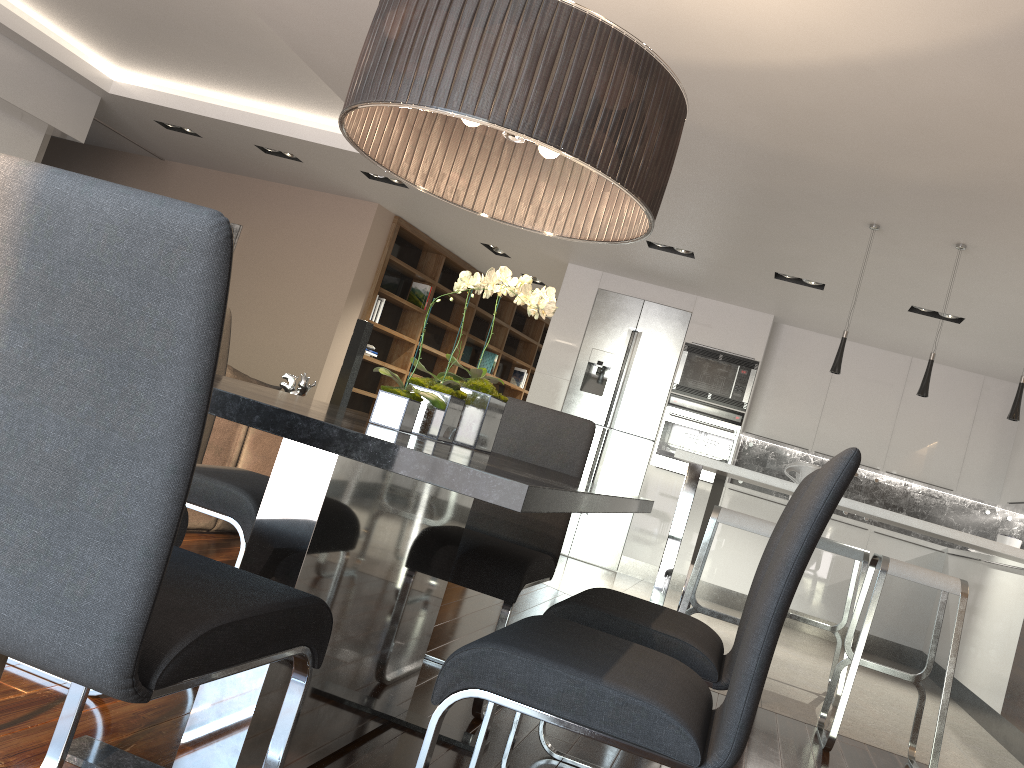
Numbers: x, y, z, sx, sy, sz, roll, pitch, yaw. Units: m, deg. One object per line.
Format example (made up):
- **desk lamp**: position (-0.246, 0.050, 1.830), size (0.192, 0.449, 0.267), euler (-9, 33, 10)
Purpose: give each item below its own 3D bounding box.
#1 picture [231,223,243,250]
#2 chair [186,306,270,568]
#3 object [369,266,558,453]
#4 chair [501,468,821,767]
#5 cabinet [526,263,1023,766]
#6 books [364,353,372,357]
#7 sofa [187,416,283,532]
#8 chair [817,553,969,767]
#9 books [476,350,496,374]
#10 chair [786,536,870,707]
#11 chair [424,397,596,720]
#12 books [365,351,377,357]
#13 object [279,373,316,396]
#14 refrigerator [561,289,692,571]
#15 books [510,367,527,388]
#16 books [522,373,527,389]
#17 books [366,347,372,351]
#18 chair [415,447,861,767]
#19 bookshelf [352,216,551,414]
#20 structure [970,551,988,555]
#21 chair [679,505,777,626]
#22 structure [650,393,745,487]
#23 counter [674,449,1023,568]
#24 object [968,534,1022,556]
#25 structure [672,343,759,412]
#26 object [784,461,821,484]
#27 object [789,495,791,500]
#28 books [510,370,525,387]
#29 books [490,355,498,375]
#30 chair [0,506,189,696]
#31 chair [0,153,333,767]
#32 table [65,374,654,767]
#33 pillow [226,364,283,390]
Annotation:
- **picture**: position (-3.055, -1.033, 8.397), size (0.726, 1.170, 0.030), euler (15, -6, 21)
- **chair**: position (-0.852, 0.255, 2.558), size (0.559, 0.968, 0.435), euler (16, -6, 14)
- **object**: position (-0.080, -0.091, 2.212), size (0.305, 0.503, 0.582), euler (16, -5, 12)
- **chair**: position (0.404, 0.615, 2.292), size (0.559, 0.968, 0.435), euler (16, -6, 14)
- **cabinet**: position (1.436, 0.273, 4.654), size (4.347, 2.509, 7.055), euler (16, -4, 15)
- **books**: position (-1.414, -0.285, 8.363), size (0.157, 0.022, 0.202), euler (17, -4, -5)
- **sofa**: position (-2.494, 0.013, 4.382), size (2.634, 0.706, 2.569), euler (15, -4, 24)
- **chair**: position (1.583, 1.144, 3.637), size (0.411, 0.803, 0.438), euler (16, -6, 14)
- **books**: position (-0.312, -0.268, 10.623), size (0.194, 0.261, 0.015), euler (15, -6, 22)
- **chair**: position (1.615, 1.221, 4.682), size (0.411, 0.803, 0.438), euler (16, -6, 14)
- **chair**: position (-0.076, 0.510, 2.893), size (0.418, 0.968, 0.583), euler (16, -5, 15)
- **books**: position (-1.409, -0.306, 8.346), size (0.171, 0.019, 0.249), euler (16, -4, 15)
- **object**: position (-1.415, 0.062, 5.823), size (0.293, 0.289, 0.275), euler (18, -5, -16)
- **refrigerator**: position (0.909, 0.413, 7.982), size (0.854, 2.353, 0.594), euler (16, -6, 13)
- **books**: position (0.081, -0.085, 11.480), size (0.168, 0.245, 0.019), euler (15, -6, 22)
- **books**: position (0.107, -0.055, 11.537), size (0.149, 0.206, 0.021), euler (15, -6, 22)
- **books**: position (-1.448, -0.362, 8.365), size (0.143, 0.023, 0.228), euler (15, -4, 21)
- **chair**: position (0.217, 0.515, 1.609), size (0.559, 0.968, 0.435), euler (16, -6, 14)
- **bookshelf**: position (-0.211, 0.199, 11.116), size (0.280, 2.499, 6.770), euler (15, -4, 25)
- **structure**: position (3.693, 1.327, 6.486), size (0.554, 0.011, 0.636), euler (16, -4, 15)
- **chair**: position (0.932, 0.957, 3.775), size (0.411, 0.803, 0.438), euler (16, -6, 14)
- **structure**: position (1.662, 0.512, 7.820), size (0.650, 0.653, 0.662), euler (16, -5, 14)
- **counter**: position (2.551, 0.971, 5.862), size (2.631, 0.041, 4.108), euler (16, -4, 15)
- **object**: position (3.974, 1.345, 7.263), size (0.342, 0.235, 0.569), euler (15, -4, 24)
- **structure**: position (1.842, -0.020, 7.924), size (0.646, 0.452, 0.624), euler (16, -4, 14)
- **object**: position (1.456, 0.455, 4.395), size (0.183, 0.133, 0.447), euler (16, -4, 17)
- **object**: position (2.459, 0.976, 7.653), size (0.096, 0.117, 0.088), euler (20, -6, -27)
- **books**: position (0.070, -0.070, 11.458), size (0.149, 0.206, 0.023), euler (15, -6, 22)
- **books**: position (-0.288, -0.253, 10.634), size (0.187, 0.246, 0.029), euler (15, -6, 22)
- **chair**: position (-1.039, 0.154, 1.875), size (0.559, 0.968, 0.435), euler (16, -6, 14)
- **chair**: position (-0.551, 0.260, 1.239), size (0.418, 0.968, 0.583), euler (16, -5, 15)
- **table**: position (-0.355, 0.480, 2.068), size (1.017, 0.763, 1.633), euler (16, -4, 15)
- **pillow**: position (-1.827, -0.032, 4.684), size (1.096, 0.432, 2.016), euler (18, -4, -22)
